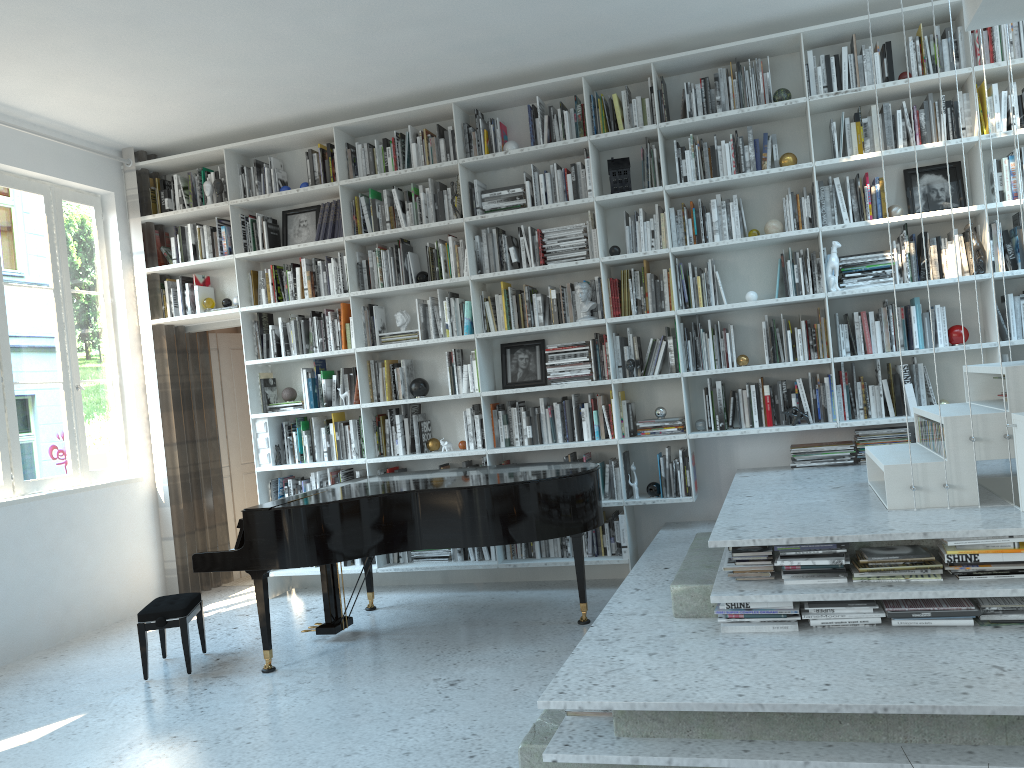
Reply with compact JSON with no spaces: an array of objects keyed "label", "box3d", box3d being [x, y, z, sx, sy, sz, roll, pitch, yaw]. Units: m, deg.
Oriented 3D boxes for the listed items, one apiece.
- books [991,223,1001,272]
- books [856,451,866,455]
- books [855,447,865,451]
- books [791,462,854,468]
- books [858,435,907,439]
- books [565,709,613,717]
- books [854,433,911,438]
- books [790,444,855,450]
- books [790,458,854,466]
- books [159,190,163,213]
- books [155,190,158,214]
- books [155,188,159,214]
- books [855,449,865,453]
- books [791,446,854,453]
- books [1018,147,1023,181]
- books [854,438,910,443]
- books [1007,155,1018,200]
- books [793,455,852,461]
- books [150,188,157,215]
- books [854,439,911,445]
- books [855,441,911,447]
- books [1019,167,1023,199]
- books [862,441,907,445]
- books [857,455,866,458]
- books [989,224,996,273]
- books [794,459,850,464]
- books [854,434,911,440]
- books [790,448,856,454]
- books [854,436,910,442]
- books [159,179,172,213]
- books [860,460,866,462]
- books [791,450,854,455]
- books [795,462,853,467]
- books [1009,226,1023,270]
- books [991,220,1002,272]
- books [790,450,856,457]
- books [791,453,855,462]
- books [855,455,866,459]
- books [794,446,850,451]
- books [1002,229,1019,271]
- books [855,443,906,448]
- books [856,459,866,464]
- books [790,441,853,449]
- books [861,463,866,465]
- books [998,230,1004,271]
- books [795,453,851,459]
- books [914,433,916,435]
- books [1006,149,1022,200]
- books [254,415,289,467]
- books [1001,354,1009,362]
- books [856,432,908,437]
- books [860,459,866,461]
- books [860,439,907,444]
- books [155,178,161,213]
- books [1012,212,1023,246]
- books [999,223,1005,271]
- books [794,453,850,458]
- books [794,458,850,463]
[{"label":"books","box3d":[2.658,-0.740,4.902,0.025,0.277,0.160,-5,0,17]},{"label":"books","box3d":[2.142,0.389,5.115,0.285,0.007,0.159,-6,0,19]},{"label":"books","box3d":[2.137,0.362,5.108,0.285,0.007,0.159,-6,0,12]},{"label":"books","box3d":[1.824,0.469,5.209,0.346,0.007,0.193,-6,0,21]},{"label":"books","box3d":[2.132,0.298,5.110,0.254,0.006,0.161,-6,0,21]},{"label":"books","box3d":[0.301,1.080,3.016,0.184,0.017,0.230,-6,0,19]},{"label":"books","box3d":[2.132,0.293,5.112,0.285,0.005,0.159,-6,0,14]},{"label":"books","box3d":[1.820,0.364,5.213,0.346,0.007,0.193,-6,0,15]},{"label":"books","box3d":[1.822,0.454,5.206,0.346,0.007,0.193,-6,0,22]},{"label":"books","box3d":[-2.491,-1.294,6.441,0.024,0.195,0.167,-5,0,17]},{"label":"books","box3d":[-2.546,-1.305,6.475,0.024,0.228,0.129,-5,0,17]},{"label":"books","box3d":[-2.527,-1.305,6.458,0.023,0.223,0.150,-5,0,17]},{"label":"books","box3d":[2.139,0.376,5.111,0.285,0.007,0.159,-6,0,13]},{"label":"books","box3d":[1.821,0.379,5.213,0.346,0.007,0.193,-6,0,19]},{"label":"books","box3d":[2.797,-1.134,4.859,0.022,0.297,0.162,-5,0,17]},{"label":"books","box3d":[2.133,0.320,5.118,0.285,0.005,0.159,-6,0,18]},{"label":"books","box3d":[2.733,-1.107,4.867,0.026,0.256,0.173,-5,0,17]},{"label":"books","box3d":[1.821,0.424,5.206,0.308,0.008,0.195,-6,0,12]},{"label":"books","box3d":[-2.570,-1.298,6.459,0.014,0.219,0.188,-5,0,17]},{"label":"books","box3d":[2.133,0.330,5.116,0.285,0.005,0.159,-6,0,15]},{"label":"books","box3d":[2.138,0.342,5.120,0.285,0.007,0.159,-6,0,17]},{"label":"books","box3d":[2.780,-1.079,4.873,0.028,0.191,0.136,-5,0,17]},{"label":"books","box3d":[2.135,0.336,5.120,0.254,0.006,0.161,-6,0,17]},{"label":"books","box3d":[2.142,0.404,5.108,0.285,0.007,0.159,-6,0,22]},{"label":"books","box3d":[2.634,-0.735,4.912,0.026,0.273,0.158,-5,0,17]},{"label":"books","box3d":[1.822,0.447,5.209,0.308,0.008,0.195,-6,0,21]},{"label":"books","box3d":[2.129,0.304,5.111,0.285,0.005,0.159,-6,0,13]},{"label":"books","box3d":[1.819,0.387,5.204,0.346,0.007,0.193,-6,0,12]},{"label":"books","box3d":[2.132,0.314,5.118,0.285,0.005,0.159,-6,0,16]},{"label":"books","box3d":[-2.473,-1.333,6.429,0.025,0.269,0.177,-5,0,17]},{"label":"books","box3d":[2.143,0.431,5.112,0.254,0.007,0.161,-6,0,21]},{"label":"books","box3d":[1.822,0.394,5.213,0.346,0.007,0.193,-6,0,19]},{"label":"books","box3d":[1.823,0.462,5.210,0.308,0.008,0.195,-6,0,13]},{"label":"books","box3d":[2.772,-0.734,4.864,0.022,0.243,0.170,-5,0,17]},{"label":"books","box3d":[2.678,-0.750,4.911,0.010,0.293,0.164,-5,0,17]},{"label":"books","box3d":[1.822,0.401,5.210,0.346,0.007,0.193,-6,0,14]},{"label":"books","box3d":[1.824,0.432,5.214,0.346,0.007,0.193,-6,0,15]},{"label":"books","box3d":[2.141,0.411,5.111,0.285,0.007,0.159,-6,0,13]},{"label":"books","box3d":[1.820,0.372,5.213,0.308,0.008,0.195,-6,0,19]},{"label":"books","box3d":[2.739,-0.727,4.904,0.066,0.236,0.144,-5,0,17]},{"label":"books","box3d":[2.138,0.349,5.117,0.285,0.007,0.159,-6,0,18]},{"label":"books","box3d":[2.146,0.438,5.121,0.285,0.007,0.159,-6,0,17]},{"label":"books","box3d":[1.819,0.357,5.213,0.346,0.007,0.193,-6,0,19]},{"label":"books","box3d":[2.145,0.445,5.114,0.254,0.007,0.161,-6,0,20]},{"label":"books","box3d":[2.690,-0.724,4.909,0.010,0.239,0.147,-5,0,17]},{"label":"books","box3d":[1.824,0.417,5.219,0.308,0.008,0.195,-6,0,17]},{"label":"books","box3d":[2.483,0.272,4.998,0.368,0.007,0.205,-6,0,12]},{"label":"books","box3d":[2.746,-1.123,4.848,0.014,0.285,0.185,-5,0,17]},{"label":"books","box3d":[-1.670,0.397,6.224,0.106,0.340,0.306,-5,0,17]},{"label":"books","box3d":[2.705,-0.016,4.851,0.011,0.293,0.144,-5,0,17]},{"label":"books","box3d":[2.130,0.287,5.108,0.254,0.006,0.161,-6,0,12]},{"label":"books","box3d":[2.145,0.424,5.120,0.254,0.007,0.161,-6,0,17]},{"label":"books","box3d":[2.133,0.325,5.118,0.254,0.006,0.161,-6,0,16]},{"label":"books","box3d":[-2.515,-1.337,6.444,0.014,0.286,0.175,-5,0,17]},{"label":"books","box3d":[2.790,-0.775,4.877,0.012,0.322,0.141,-5,0,17]},{"label":"books","box3d":[2.700,-0.745,4.915,0.010,0.279,0.147,-5,0,17]},{"label":"books","box3d":[1.822,0.409,5.205,0.308,0.008,0.195,-6,0,22]},{"label":"books","box3d":[1.823,0.439,5.214,0.308,0.008,0.195,-6,0,19]}]
